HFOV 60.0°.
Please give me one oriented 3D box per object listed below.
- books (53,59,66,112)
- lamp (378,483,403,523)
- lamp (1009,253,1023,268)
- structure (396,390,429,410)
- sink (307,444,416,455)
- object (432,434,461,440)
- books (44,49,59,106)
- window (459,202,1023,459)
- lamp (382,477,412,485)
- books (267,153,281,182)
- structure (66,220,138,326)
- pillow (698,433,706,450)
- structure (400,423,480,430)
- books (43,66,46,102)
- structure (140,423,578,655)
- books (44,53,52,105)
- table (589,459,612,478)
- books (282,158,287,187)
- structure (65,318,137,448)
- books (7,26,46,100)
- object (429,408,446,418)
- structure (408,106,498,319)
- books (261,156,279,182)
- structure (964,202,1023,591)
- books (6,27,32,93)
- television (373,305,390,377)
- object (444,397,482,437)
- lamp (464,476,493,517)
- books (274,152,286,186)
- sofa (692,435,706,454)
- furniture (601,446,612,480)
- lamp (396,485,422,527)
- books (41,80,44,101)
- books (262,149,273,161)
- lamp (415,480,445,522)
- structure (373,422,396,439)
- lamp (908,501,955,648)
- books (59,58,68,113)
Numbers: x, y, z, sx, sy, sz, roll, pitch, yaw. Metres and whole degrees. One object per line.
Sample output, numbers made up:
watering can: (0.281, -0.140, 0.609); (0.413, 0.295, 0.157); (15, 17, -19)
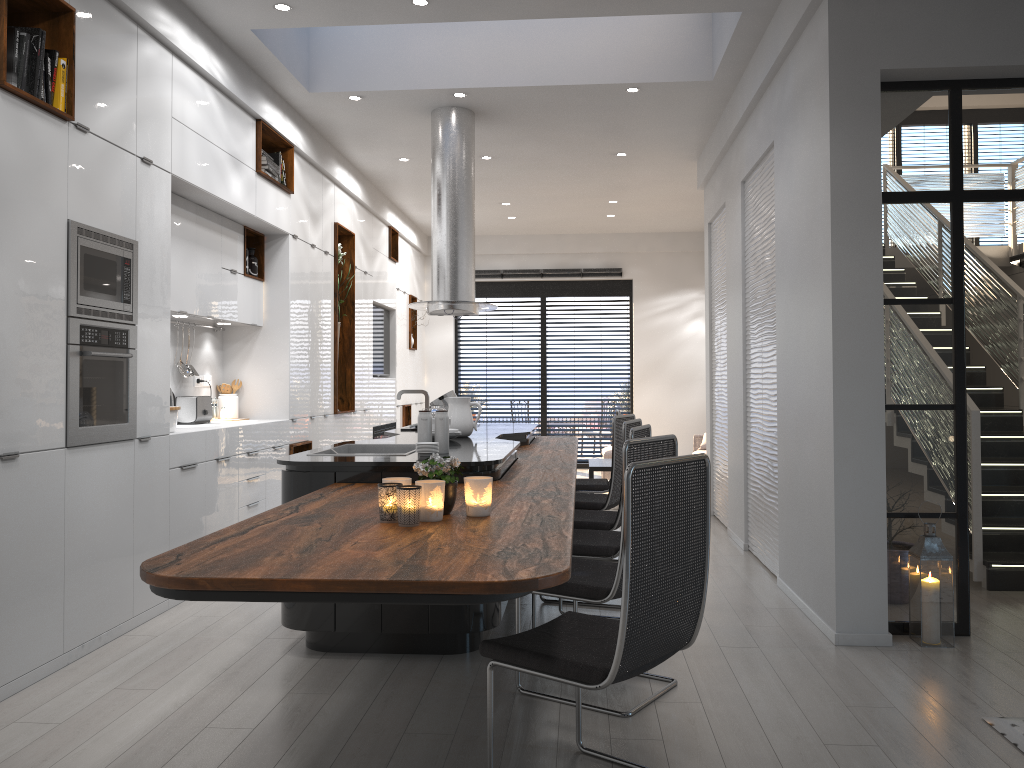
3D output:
books: (-2.043, -1.292, 3.866); (0.184, 0.245, 0.033); (0, -1, 4)
lamp: (-0.384, 0.375, 2.794); (0.078, 0.120, 0.078); (0, -1, -13)
lamp: (5.349, -1.290, 9.156); (0.152, 0.124, 0.567); (0, 0, 4)
structure: (-0.512, 0.185, 4.573); (0.177, 0.310, 0.089); (0, -1, 4)
sink: (-0.718, 0.413, 4.610); (0.485, 0.153, 0.738); (0, 0, 4)
object: (-0.439, 0.323, 5.402); (0.264, 0.033, 0.264); (0, 0, 41)
books: (-2.081, -1.318, 3.837); (0.238, 0.288, 0.030); (0, -1, 4)
window: (3.501, -1.426, 13.100); (8.565, 5.064, 0.462); (0, -1, 3)
lamp: (-0.377, 0.372, 2.899); (0.095, 0.124, 0.095); (-1, -1, 22)
books: (-1.845, -1.607, 6.691); (0.197, 0.269, 0.026); (0, -1, 4)
structure: (-2.146, -0.507, 4.213); (0.459, 0.430, 0.595); (0, 0, 4)
pillow: (2.571, 0.603, 9.488); (0.589, 0.392, 2.028); (0, 0, -7)
structure: (-0.540, 0.326, 6.901); (0.502, 0.026, 0.811); (0, 0, 4)
books: (-2.100, -1.308, 3.783); (0.230, 0.296, 0.030); (0, -1, 4)
structure: (-0.338, 0.783, 4.790); (1.377, 0.887, 5.638); (0, 0, 4)
books: (-2.071, -1.291, 3.809); (0.190, 0.254, 0.026); (0, -1, 4)
table: (1.347, 1.038, 9.739); (1.000, 0.350, 1.000); (0, 0, 5)
books: (-1.841, -1.612, 6.853); (0.210, 0.267, 0.026); (0, -1, 4)
structure: (-2.126, -0.006, 4.199); (0.495, 0.571, 0.595); (0, -1, 4)
books: (-2.077, -1.332, 3.692); (0.268, 0.321, 0.047); (0, -1, 4)
object: (-0.522, 0.252, 6.031); (0.211, 0.174, 0.211); (0, -1, 11)
structure: (-0.461, -1.327, 6.953); (0.695, 1.609, 1.043); (0, -1, 4)
books: (-1.877, -1.561, 6.479); (0.279, 0.137, 0.345); (0, 0, -1)
structure: (4.075, -0.595, 7.091); (2.393, 3.604, 5.799); (0, 0, 4)
books: (-2.091, -1.309, 3.616); (0.236, 0.278, 0.106); (0, -1, 4)
television: (-1.558, -0.488, 10.208); (0.050, 0.805, 1.187); (0, 0, 4)
object: (-0.326, 0.211, 5.676); (0.211, 0.254, 0.183); (-1, -1, 39)
lamp: (-0.111, 0.371, 2.922); (0.095, 0.124, 0.095); (-1, -1, 37)
books: (-1.851, -1.616, 6.775); (0.253, 0.312, 0.030); (0, -1, 4)
sofa: (2.484, 0.797, 9.449); (0.898, 0.826, 2.092); (0, 0, 5)
furniture: (1.456, 0.982, 10.937); (0.699, 0.460, 0.699); (0, 0, 5)
lamp: (-0.316, 0.375, 2.723); (0.078, 0.120, 0.078); (0, -1, -13)
books: (-2.081, -1.309, 3.731); (0.230, 0.296, 0.030); (0, -1, 4)
books: (-1.900, -1.654, 6.461); (0.250, 0.047, 0.307); (0, 0, 0)
lamp: (-0.260, 0.372, 2.819); (0.095, 0.124, 0.095); (0, -1, -3)
structure: (-1.562, 0.724, 10.180); (0.221, 0.516, 1.203); (0, 0, 4)
lamp: (1.970, 0.883, 4.177); (0.148, 0.666, 0.157); (0, -1, 4)
books: (-2.055, -1.301, 3.895); (0.212, 0.264, 0.024); (0, -1, 4)
